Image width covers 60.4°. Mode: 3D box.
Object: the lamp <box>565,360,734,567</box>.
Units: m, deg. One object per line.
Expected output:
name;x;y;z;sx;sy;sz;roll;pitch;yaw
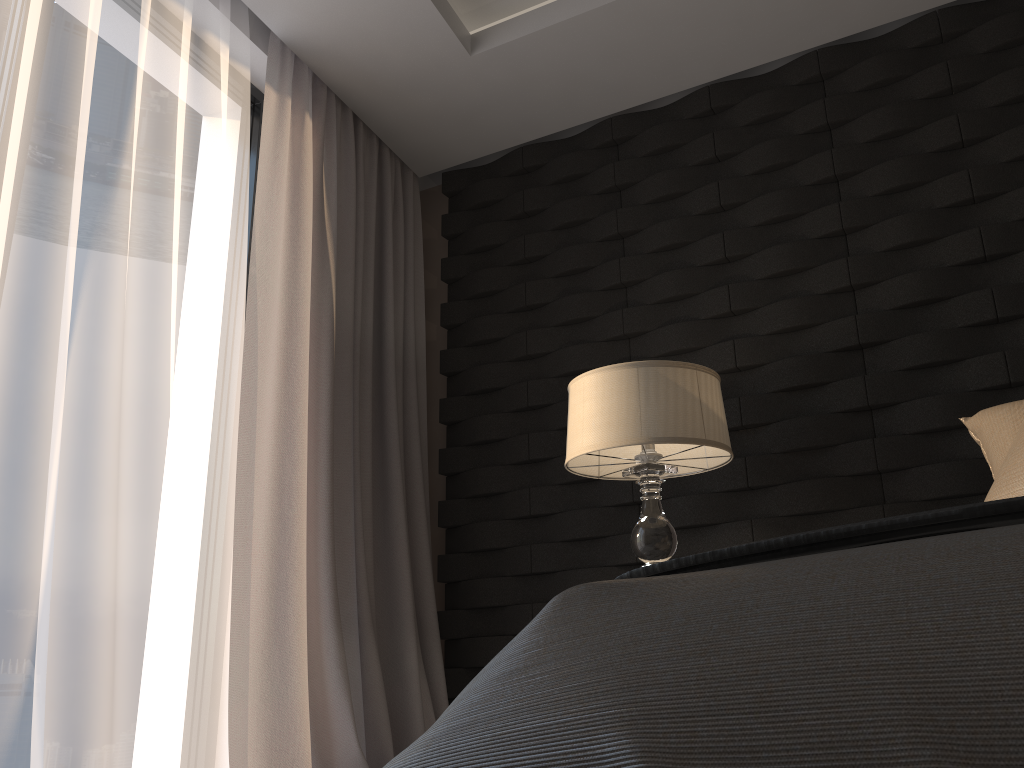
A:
lamp;0.379;0.304;2.401;0.487;0.632;0.444;8;-20;-27

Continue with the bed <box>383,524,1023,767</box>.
bed;1.242;0.465;1.038;2.192;0.625;2.392;-12;-20;27

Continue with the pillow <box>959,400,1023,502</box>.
pillow;1.411;0.038;1.562;1.202;0.519;0.939;-12;-20;28

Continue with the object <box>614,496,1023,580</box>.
object;0.995;0.183;0.703;1.965;0.323;0.644;-11;-20;25

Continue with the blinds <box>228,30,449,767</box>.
blinds;-0.471;0.099;2.944;0.329;2.645;1.032;-8;-19;21
